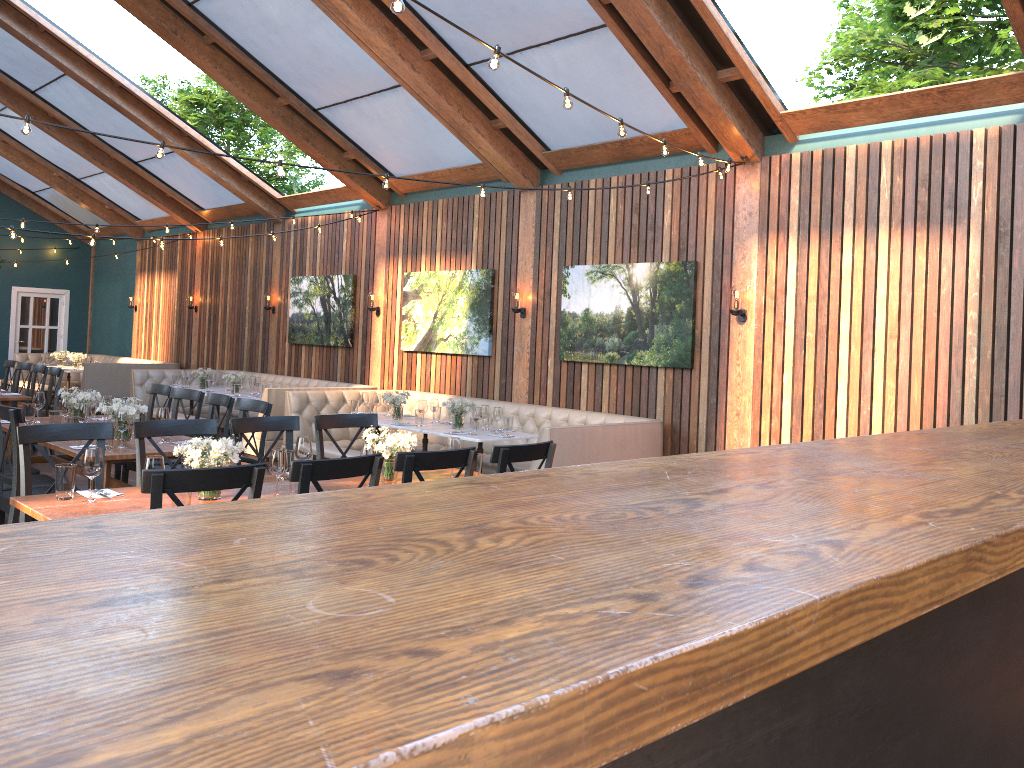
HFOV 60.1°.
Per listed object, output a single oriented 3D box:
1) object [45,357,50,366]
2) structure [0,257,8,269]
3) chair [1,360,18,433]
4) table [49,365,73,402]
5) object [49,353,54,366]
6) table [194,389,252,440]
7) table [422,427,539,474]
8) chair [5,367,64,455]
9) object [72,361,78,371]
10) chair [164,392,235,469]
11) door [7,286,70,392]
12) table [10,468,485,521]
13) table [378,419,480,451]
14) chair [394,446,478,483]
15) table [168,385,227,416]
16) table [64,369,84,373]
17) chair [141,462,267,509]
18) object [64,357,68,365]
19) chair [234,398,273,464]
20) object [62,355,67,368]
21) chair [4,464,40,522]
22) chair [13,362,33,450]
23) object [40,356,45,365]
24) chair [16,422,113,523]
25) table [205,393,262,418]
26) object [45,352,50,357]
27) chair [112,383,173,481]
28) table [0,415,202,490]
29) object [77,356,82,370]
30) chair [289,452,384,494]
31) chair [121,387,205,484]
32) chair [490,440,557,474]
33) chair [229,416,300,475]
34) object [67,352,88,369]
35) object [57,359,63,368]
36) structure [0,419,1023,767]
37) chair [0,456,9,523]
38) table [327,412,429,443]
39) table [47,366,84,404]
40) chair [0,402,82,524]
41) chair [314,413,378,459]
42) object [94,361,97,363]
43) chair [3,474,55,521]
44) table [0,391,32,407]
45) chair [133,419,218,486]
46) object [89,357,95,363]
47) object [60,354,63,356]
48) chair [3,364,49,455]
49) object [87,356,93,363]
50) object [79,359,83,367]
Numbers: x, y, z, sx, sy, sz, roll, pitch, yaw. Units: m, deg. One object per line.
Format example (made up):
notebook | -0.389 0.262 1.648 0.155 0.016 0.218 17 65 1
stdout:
object | -8.788 -0.422 16.727 0.092 0.158 0.091 2 0 32
structure | -8.753 -1.304 12.523 2.711 3.699 2.855 2 1 -35
chair | -6.388 0.219 10.886 0.538 1.021 0.478 3 0 -44
table | -8.792 -0.020 16.992 0.798 0.673 0.800 1 2 -45
object | -8.768 -0.470 16.835 0.092 0.245 0.092 2 0 -2
table | -4.011 0.434 12.048 0.798 0.673 0.800 1 2 -44
table | -0.302 0.787 8.213 0.798 0.673 0.800 1 2 -45
chair | -5.220 0.330 9.678 0.539 1.021 0.478 2 0 -39
object | -7.700 -0.318 15.595 0.092 0.158 0.091 2 0 32
chair | -2.456 0.593 6.820 0.539 1.021 0.478 2 0 -39
door | -12.696 -0.932 16.551 8.164 2.210 0.174 0 1 -44
table | -1.123 0.910 4.566 2.428 0.730 0.952 0 3 -44
table | -0.870 0.733 8.799 0.798 0.673 0.800 1 2 -44
chair | -0.493 0.805 4.288 0.476 1.021 0.540 3 0 -44
table | -4.578 0.380 12.635 0.800 0.673 0.798 4 2 45
table | -7.657 0.088 15.819 0.800 0.673 0.798 4 2 45
chair | -1.297 0.811 3.509 0.476 1.021 0.540 3 0 -39
object | -8.686 -0.443 17.212 0.092 0.158 0.091 2 0 32
chair | -2.066 0.630 6.417 0.538 1.021 0.478 3 0 -44
object | -8.237 -0.419 16.274 0.092 0.245 0.092 2 0 4
chair | -3.726 0.563 6.351 0.478 1.021 0.538 2 0 43
chair | -5.998 0.256 10.483 0.478 1.021 0.538 2 0 41
object | -9.037 -0.448 17.035 0.092 0.158 0.091 2 0 32
chair | -2.174 0.728 4.415 0.540 1.021 0.476 2 0 41
table | -3.444 0.488 11.461 0.798 0.673 0.800 1 2 -45
object | -8.927 -0.486 17.018 0.092 0.245 0.092 2 0 -2
chair | -3.234 0.519 7.625 0.538 1.021 0.478 3 0 -44
table | -3.108 0.723 6.583 0.949 0.730 2.435 1 3 -44
object | -7.681 -0.366 15.704 0.092 0.245 0.092 2 0 4
chair | -0.896 0.808 3.898 0.540 1.021 0.476 2 0 41
chair | -2.845 0.556 7.222 0.478 1.021 0.538 2 0 41
chair | -0.091 0.802 4.677 0.540 1.021 0.476 2 0 41
chair | -1.369 0.722 5.194 0.540 1.021 0.476 2 0 41
object | -7.966 -0.435 16.179 0.336 0.310 0.329 2 1 -2
object | -8.256 -0.371 16.166 0.092 0.158 0.091 2 0 32
structure | 1.831 0.839 3.048 6.794 1.275 0.858 0 2 -44
chair | -4.141 0.526 6.738 0.539 1.021 0.478 2 0 -36
table | -1.437 0.679 9.386 0.800 0.673 0.798 4 2 45
table | -8.225 0.034 16.406 0.798 0.673 0.800 1 2 -44
chair | -2.971 0.637 5.541 0.538 1.021 0.478 3 0 -44
chair | -0.967 0.719 5.583 0.476 1.021 0.540 3 0 -44
object | -7.608 -0.340 16.097 0.092 0.158 0.091 2 0 32
chair | -3.365 0.600 5.939 0.539 1.021 0.478 2 0 -39
table | -6.244 0.425 9.826 0.949 0.730 2.435 1 3 -44
chair | -1.772 0.725 4.804 0.476 1.021 0.540 3 0 -44
object | -7.501 -0.363 15.789 0.092 0.245 0.092 2 0 4
object | -8.702 -0.481 17.105 0.092 0.245 0.092 2 0 -2
chair | -5.609 0.293 10.081 0.538 1.021 0.478 3 0 -44
object | -7.624 -0.378 15.990 0.092 0.245 0.092 2 0 4
object | -8.130 -0.390 16.636 0.092 0.158 0.091 2 0 32
